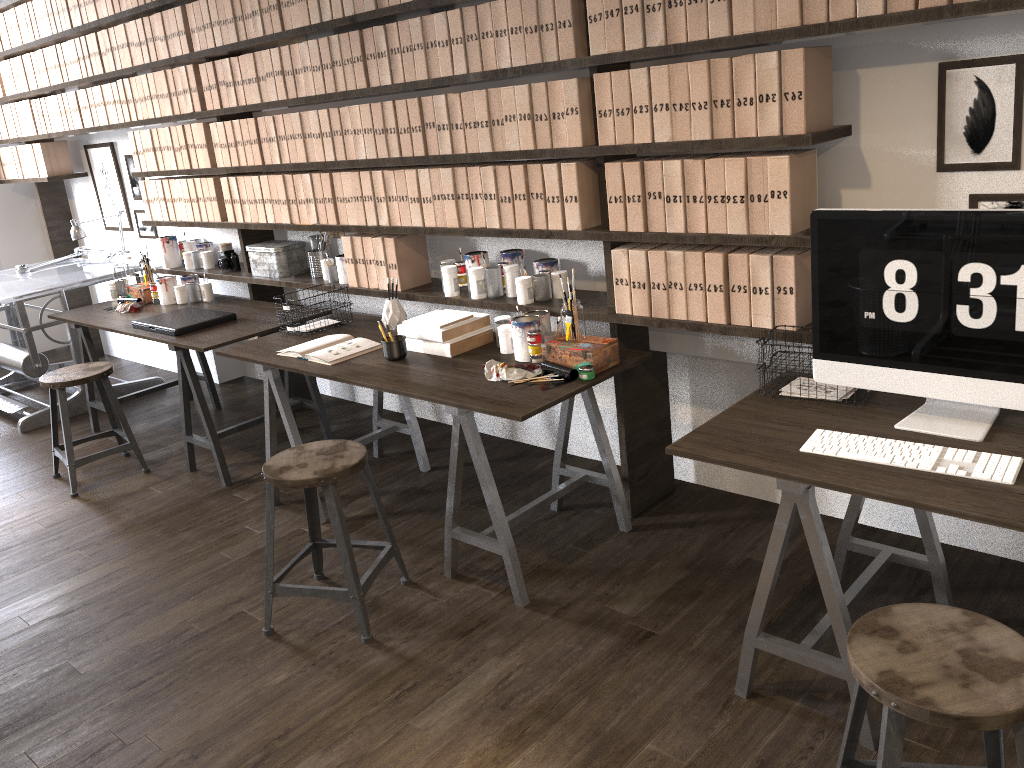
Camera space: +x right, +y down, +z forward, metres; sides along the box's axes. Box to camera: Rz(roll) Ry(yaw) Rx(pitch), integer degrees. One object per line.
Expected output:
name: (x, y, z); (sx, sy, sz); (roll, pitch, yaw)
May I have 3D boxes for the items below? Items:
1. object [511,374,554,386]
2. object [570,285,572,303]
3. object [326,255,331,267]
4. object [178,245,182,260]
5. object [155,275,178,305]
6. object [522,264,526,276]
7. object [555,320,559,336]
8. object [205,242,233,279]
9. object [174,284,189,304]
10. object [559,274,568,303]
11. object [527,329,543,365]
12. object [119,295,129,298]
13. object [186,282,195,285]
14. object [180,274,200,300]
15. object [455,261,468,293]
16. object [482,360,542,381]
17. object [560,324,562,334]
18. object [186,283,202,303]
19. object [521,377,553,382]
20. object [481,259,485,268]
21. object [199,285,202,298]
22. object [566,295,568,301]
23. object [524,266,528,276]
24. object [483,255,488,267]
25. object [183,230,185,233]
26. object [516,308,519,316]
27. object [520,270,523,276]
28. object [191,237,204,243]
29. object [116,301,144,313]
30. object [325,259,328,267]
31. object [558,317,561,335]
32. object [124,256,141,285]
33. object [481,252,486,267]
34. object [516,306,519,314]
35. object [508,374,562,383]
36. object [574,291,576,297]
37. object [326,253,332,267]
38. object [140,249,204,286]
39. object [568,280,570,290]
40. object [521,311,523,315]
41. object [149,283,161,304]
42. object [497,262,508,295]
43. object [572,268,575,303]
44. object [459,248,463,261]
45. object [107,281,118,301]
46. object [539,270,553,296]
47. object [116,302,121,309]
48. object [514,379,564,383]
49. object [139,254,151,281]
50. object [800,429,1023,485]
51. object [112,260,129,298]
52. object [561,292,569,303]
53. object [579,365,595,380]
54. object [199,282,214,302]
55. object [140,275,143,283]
object: (0.064, -0.013, 2.755); (0.157, 0.006, 0.006); (-15, 18, -25)
object: (0.191, -0.234, 2.840); (0.008, 0.184, 0.072); (-7, 16, -3)
object: (-0.835, -0.533, 4.071); (0.028, 0.125, 0.004); (7, 20, 41)
object: (-1.918, -0.756, 5.158); (0.061, 0.109, 0.062); (8, 21, 41)
object: (-1.833, -0.501, 4.723); (0.105, 0.140, 0.105); (5, 20, 35)
object: (0.053, -0.380, 3.279); (0.004, 0.133, 0.030); (6, 19, 38)
object: (0.144, -0.154, 2.943); (0.040, 0.128, 0.005); (7, 20, 41)
object: (-1.580, -0.674, 4.808); (0.107, 0.159, 0.239); (-4, 17, 9)
object: (-1.741, -0.472, 4.663); (0.062, 0.093, 0.062); (-8, 16, -6)
object: (0.178, -0.249, 2.851); (0.007, 0.211, 0.055); (-18, 19, -37)
object: (0.079, -0.122, 2.939); (0.049, 0.110, 0.050); (-20, 21, -41)
object: (-2.138, -0.468, 4.881); (0.049, 0.037, 0.049); (8, 22, 38)
object: (-1.699, -0.491, 4.706); (0.045, 0.100, 0.045); (8, 21, 42)
object: (-1.725, -0.520, 4.767); (0.095, 0.126, 0.095); (-20, 21, -40)
object: (-0.199, -0.423, 3.529); (0.045, 0.126, 0.045); (8, 21, 42)
object: (-0.005, -0.045, 2.831); (0.197, 0.050, 0.134); (-2, 18, 14)
object: (0.160, -0.156, 2.959); (0.041, 0.123, 0.005); (7, 20, 39)
object: (-1.671, -0.477, 4.657); (0.062, 0.092, 0.064); (-5, 16, 3)
object: (0.070, -0.012, 2.765); (0.119, 0.006, 0.008); (-5, 17, 3)
object: (-0.096, -0.426, 3.454); (0.035, 0.128, 0.004); (-12, 16, -21)
object: (-1.644, -0.496, 4.737); (0.054, 0.079, 0.054); (9, 22, 43)
object: (0.197, -0.224, 2.862); (0.045, 0.150, 0.005); (1, 17, 25)
object: (0.062, -0.383, 3.282); (0.005, 0.118, 0.036); (6, 20, 39)
object: (-0.088, -0.431, 3.434); (0.036, 0.147, 0.005); (-13, 17, -22)
object: (-1.904, -0.803, 5.165); (0.005, 0.182, 0.034); (5, 19, 36)
object: (0.033, -0.215, 3.193); (0.005, 0.116, 0.036); (-19, 20, -38)
object: (0.047, -0.377, 3.296); (0.004, 0.103, 0.035); (7, 20, 40)
object: (-1.834, -0.794, 5.200); (0.070, 0.129, 0.071); (-6, 16, 1)
object: (-2.016, -0.413, 4.659); (0.132, 0.050, 0.199); (-11, 18, -16)
object: (-0.839, -0.524, 4.057); (0.035, 0.101, 0.004); (6, 20, 38)
object: (0.154, -0.153, 2.941); (0.033, 0.146, 0.005); (8, 21, 42)
object: (-2.121, -0.599, 4.958); (0.069, 0.234, 0.069); (7, 20, 39)
object: (-0.097, -0.430, 3.435); (0.030, 0.166, 0.004); (-13, 17, -23)
object: (0.031, -0.217, 3.202); (0.004, 0.132, 0.030); (-19, 20, -39)
object: (0.071, -0.017, 2.754); (0.171, 0.017, 0.012); (-2, 16, 12)
object: (0.208, -0.223, 2.850); (0.005, 0.155, 0.006); (-5, 15, 7)
object: (-0.830, -0.541, 4.070); (0.041, 0.123, 0.008); (3, 18, 32)
object: (-1.864, -0.643, 4.889); (0.346, 0.144, 0.077); (-14, 17, -23)
object: (0.193, -0.241, 2.858); (0.006, 0.180, 0.054); (-7, 15, -3)
object: (0.048, -0.213, 3.208); (0.004, 0.101, 0.035); (-18, 19, -37)
object: (-1.906, -0.485, 4.743); (0.050, 0.110, 0.049); (7, 20, 39)
object: (-0.029, -0.405, 3.412); (0.045, 0.126, 0.045); (-15, 17, -27)
object: (0.201, -0.258, 2.846); (0.020, 0.225, 0.007); (-10, 16, -14)
object: (-0.192, -0.468, 3.585); (0.009, 0.166, 0.041); (-20, 20, -40)
object: (-2.222, -0.520, 4.963); (0.069, 0.103, 0.068); (-20, 21, -40)
object: (0.126, -0.370, 3.286); (0.044, 0.101, 0.045); (4, 19, 34)
object: (-2.102, -0.414, 4.729); (0.011, 0.017, 0.173); (-10, 18, -14)
object: (0.084, -0.010, 2.751); (0.157, 0.005, 0.005); (-3, 17, 9)
object: (-2.064, -0.620, 5.018); (0.069, 0.227, 0.069); (7, 20, 39)
object: (0.873, 0.157, 1.962); (0.440, 0.017, 0.120); (8, 23, 38)
object: (-2.168, -0.574, 4.909); (0.069, 0.227, 0.069); (7, 20, 39)
object: (0.182, -0.221, 2.846); (0.038, 0.151, 0.008); (-6, 15, 3)
object: (0.231, -0.035, 2.728); (0.049, 0.037, 0.049); (-21, 22, -40)
object: (-1.605, -0.486, 4.659); (0.062, 0.093, 0.062); (-5, 16, 3)
object: (-2.127, -0.567, 5.074); (0.068, 0.103, 0.069); (6, 20, 38)
